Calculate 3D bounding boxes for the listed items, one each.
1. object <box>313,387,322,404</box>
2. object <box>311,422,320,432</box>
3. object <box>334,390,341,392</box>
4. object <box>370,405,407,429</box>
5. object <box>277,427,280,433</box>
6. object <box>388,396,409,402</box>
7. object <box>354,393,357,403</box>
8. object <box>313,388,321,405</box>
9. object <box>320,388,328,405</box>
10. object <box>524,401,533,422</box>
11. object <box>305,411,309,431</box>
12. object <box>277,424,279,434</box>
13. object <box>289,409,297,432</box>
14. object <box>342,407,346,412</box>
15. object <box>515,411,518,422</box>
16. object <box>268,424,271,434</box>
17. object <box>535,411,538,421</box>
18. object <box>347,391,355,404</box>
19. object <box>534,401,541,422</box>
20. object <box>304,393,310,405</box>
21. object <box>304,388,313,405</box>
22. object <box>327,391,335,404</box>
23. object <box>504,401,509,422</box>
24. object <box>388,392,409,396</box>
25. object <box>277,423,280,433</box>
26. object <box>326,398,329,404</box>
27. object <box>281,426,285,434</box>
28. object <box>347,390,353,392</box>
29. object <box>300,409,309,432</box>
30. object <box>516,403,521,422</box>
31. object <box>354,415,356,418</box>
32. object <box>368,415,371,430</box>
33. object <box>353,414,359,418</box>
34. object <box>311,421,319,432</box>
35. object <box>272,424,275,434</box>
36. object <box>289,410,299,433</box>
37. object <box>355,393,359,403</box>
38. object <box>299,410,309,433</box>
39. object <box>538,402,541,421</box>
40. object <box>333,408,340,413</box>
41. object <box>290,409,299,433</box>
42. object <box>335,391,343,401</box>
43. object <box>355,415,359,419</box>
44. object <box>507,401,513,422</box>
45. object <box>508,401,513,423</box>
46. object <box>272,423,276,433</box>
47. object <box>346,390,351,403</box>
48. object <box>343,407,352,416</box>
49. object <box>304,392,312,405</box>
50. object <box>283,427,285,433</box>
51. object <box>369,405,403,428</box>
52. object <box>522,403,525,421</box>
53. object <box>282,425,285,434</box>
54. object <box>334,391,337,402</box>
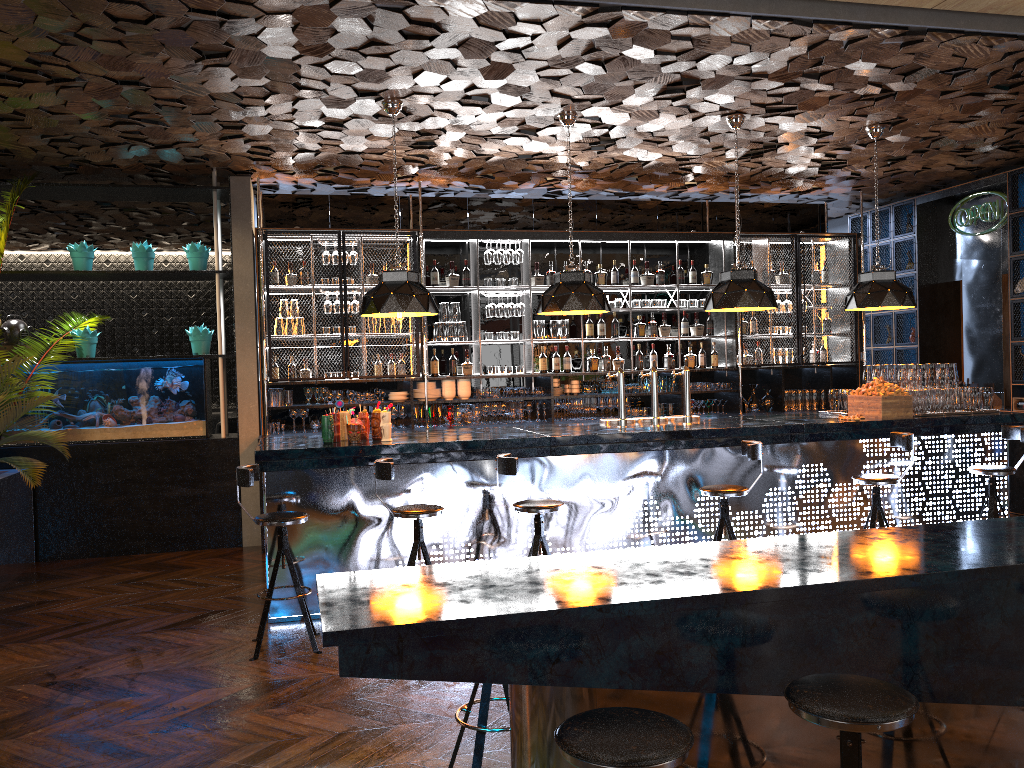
[{"bbox_3d":[-1.982,0.121,9.034,0.087,0.170,0.087,-1,1,37],"label":"object"},{"bbox_3d":[-1.954,0.428,8.825,0.093,0.101,0.093,-1,2,44],"label":"object"},{"bbox_3d":[-1.792,0.133,9.125,0.081,0.132,0.081,-3,2,-42],"label":"object"},{"bbox_3d":[-1.255,0.341,9.086,0.376,0.227,0.186,-2,1,-16],"label":"object"},{"bbox_3d":[-2.351,0.441,8.937,0.031,0.098,0.031,-1,1,18],"label":"object"},{"bbox_3d":[-1.161,0.151,9.081,0.209,0.060,0.211,-1,1,36],"label":"object"},{"bbox_3d":[-1.578,0.143,9.091,0.078,0.103,0.078,-1,1,29],"label":"object"},{"bbox_3d":[-1.947,0.123,8.894,0.087,0.170,0.087,-1,1,37],"label":"object"},{"bbox_3d":[-1.866,0.122,8.820,0.087,0.170,0.087,-1,1,37],"label":"object"},{"bbox_3d":[0.177,0.296,9.494,0.092,0.218,0.092,-1,1,37],"label":"object"},{"bbox_3d":[-2.111,0.366,9.014,0.091,0.227,0.091,-1,1,39],"label":"object"},{"bbox_3d":[-2.309,0.443,8.753,0.031,0.098,0.031,-1,1,25],"label":"object"},{"bbox_3d":[-2.219,0.369,9.012,0.091,0.227,0.091,-2,1,-10],"label":"object"},{"bbox_3d":[-1.692,0.352,9.091,0.088,0.229,0.077,-2,1,-13],"label":"object"},{"bbox_3d":[0.056,0.297,9.601,0.092,0.218,0.092,-1,1,37],"label":"object"},{"bbox_3d":[-2.389,0.446,8.744,0.028,0.097,0.028,-2,1,-24],"label":"object"},{"bbox_3d":[0.276,0.290,9.631,0.071,0.217,0.071,-2,1,-6],"label":"object"},{"bbox_3d":[-1.616,0.133,8.899,0.074,0.131,0.074,-2,1,-1],"label":"object"},{"bbox_3d":[0.275,0.293,9.464,0.071,0.217,0.071,-2,1,-6],"label":"object"},{"bbox_3d":[-2.072,0.124,9.024,0.087,0.170,0.087,-1,1,37],"label":"object"},{"bbox_3d":[-2.015,0.127,8.794,0.087,0.170,0.087,-1,1,37],"label":"object"},{"bbox_3d":[-1.825,0.138,8.913,0.081,0.132,0.081,-3,2,-42],"label":"object"},{"bbox_3d":[-0.051,0.296,9.599,0.071,0.226,0.071,-3,2,-42],"label":"object"},{"bbox_3d":[-1.161,0.110,9.080,0.211,0.060,0.209,-1,1,31],"label":"object"},{"bbox_3d":[-2.325,0.442,8.830,0.031,0.098,0.031,-1,1,37],"label":"object"},{"bbox_3d":[-1.861,0.136,9.055,0.081,0.132,0.081,-3,2,-42],"label":"object"},{"bbox_3d":[-2.252,0.452,8.726,0.034,0.080,0.034,-2,1,0],"label":"object"},{"bbox_3d":[-1.634,0.132,8.985,0.074,0.131,0.074,-2,1,-1],"label":"object"},{"bbox_3d":[-2.087,0.367,8.900,0.091,0.227,0.091,-1,1,39],"label":"object"},{"bbox_3d":[0.076,0.298,9.495,0.092,0.218,0.092,-1,1,37],"label":"object"},{"bbox_3d":[-1.583,0.390,9.064,0.065,0.146,0.074,-2,1,-2],"label":"object"},{"bbox_3d":[-1.465,0.388,8.991,0.074,0.146,0.065,-2,1,-20],"label":"object"},{"bbox_3d":[-1.607,0.389,9.158,0.065,0.146,0.074,-1,1,16],"label":"object"},{"bbox_3d":[-1.979,0.426,8.927,0.093,0.101,0.093,-1,1,37],"label":"object"},{"bbox_3d":[-2.344,0.445,8.726,0.033,0.101,0.033,-1,1,10],"label":"object"},{"bbox_3d":[-2.155,0.372,8.778,0.091,0.227,0.091,-1,1,38],"label":"object"},{"bbox_3d":[-1.554,0.144,9.003,0.078,0.103,0.078,-1,1,29],"label":"object"},{"bbox_3d":[-2.064,0.369,8.799,0.091,0.227,0.091,-1,1,9],"label":"object"},{"bbox_3d":[0.283,0.291,9.551,0.071,0.217,0.071,-2,1,-6],"label":"object"},{"bbox_3d":[-1.744,0.358,8.862,0.088,0.229,0.077,-2,1,-1],"label":"object"},{"bbox_3d":[-2.179,0.370,8.884,0.091,0.227,0.091,-1,1,25],"label":"object"},{"bbox_3d":[-1.732,0.136,8.883,0.081,0.132,0.081,-3,2,-42],"label":"object"},{"bbox_3d":[-1.556,0.392,8.964,0.074,0.146,0.065,-3,1,-37],"label":"object"},{"bbox_3d":[-0.022,0.296,9.525,0.071,0.226,0.071,-3,2,-42],"label":"object"},{"bbox_3d":[-0.004,0.298,9.434,0.071,0.226,0.071,-3,2,-42],"label":"object"},{"bbox_3d":[-2.373,0.443,8.849,0.033,0.101,0.033,-2,1,-33],"label":"object"},{"bbox_3d":[-1.655,0.131,9.069,0.074,0.131,0.074,-2,1,-1],"label":"object"},{"bbox_3d":[-1.666,0.353,8.971,0.088,0.229,0.077,-2,1,-14],"label":"object"},{"bbox_3d":[-2.044,0.126,8.909,0.087,0.170,0.087,-1,1,37],"label":"object"},{"bbox_3d":[-2.294,0.449,8.902,0.034,0.080,0.034,-2,1,-31],"label":"object"},{"bbox_3d":[-1.302,0.338,9.276,0.376,0.227,0.186,-2,1,-16],"label":"object"},{"bbox_3d":[0.116,0.295,9.617,0.092,0.218,0.092,-1,1,37],"label":"object"},{"bbox_3d":[-2.263,0.451,8.768,0.034,0.080,0.034,-1,2,41],"label":"object"},{"bbox_3d":[-1.764,0.134,8.998,0.081,0.132,0.081,-3,2,-42],"label":"object"}]
